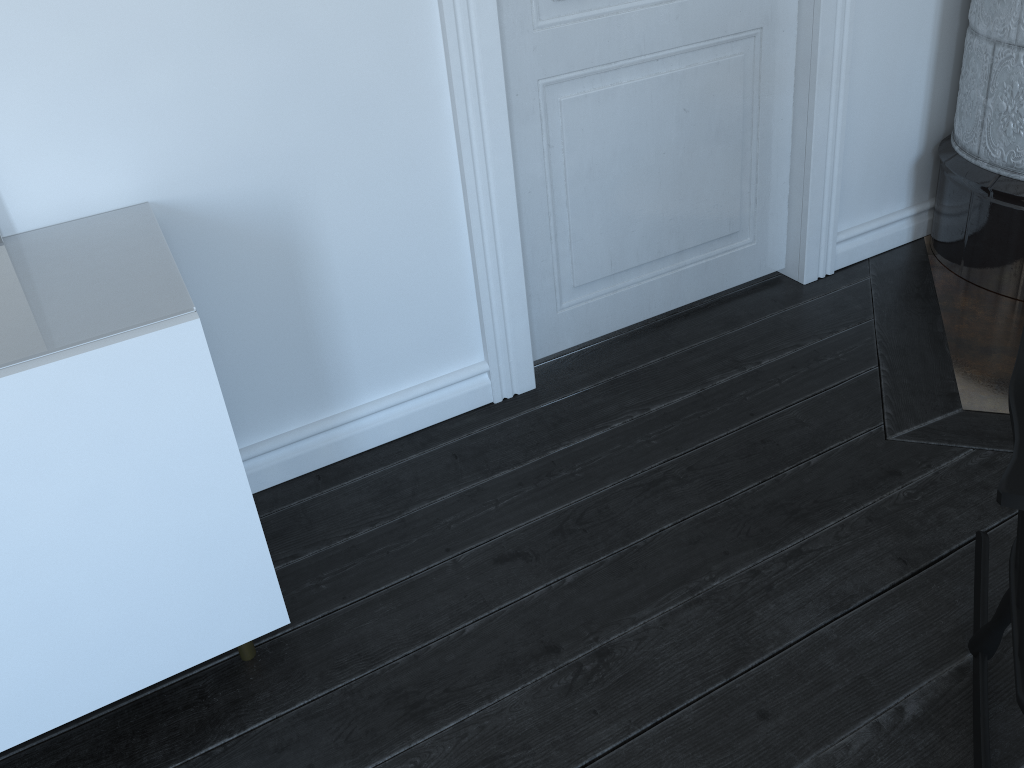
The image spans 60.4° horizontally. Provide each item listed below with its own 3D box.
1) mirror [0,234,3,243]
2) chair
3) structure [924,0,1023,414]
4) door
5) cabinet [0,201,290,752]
[{"bbox_3d":[-1.243,-0.355,1.336,0.705,0.478,0.056,-20,31,-22],"label":"mirror"},{"bbox_3d":[0.887,0.115,1.098,0.613,0.956,0.950,4,32,18],"label":"chair"},{"bbox_3d":[1.466,-1.461,1.802,0.780,2.750,1.331,4,31,18],"label":"structure"},{"bbox_3d":[0.325,-1.198,1.954,1.185,2.355,0.120,-20,31,-22],"label":"door"},{"bbox_3d":[-1.052,0.292,1.390,1.216,0.700,0.612,-20,33,-21],"label":"cabinet"}]
